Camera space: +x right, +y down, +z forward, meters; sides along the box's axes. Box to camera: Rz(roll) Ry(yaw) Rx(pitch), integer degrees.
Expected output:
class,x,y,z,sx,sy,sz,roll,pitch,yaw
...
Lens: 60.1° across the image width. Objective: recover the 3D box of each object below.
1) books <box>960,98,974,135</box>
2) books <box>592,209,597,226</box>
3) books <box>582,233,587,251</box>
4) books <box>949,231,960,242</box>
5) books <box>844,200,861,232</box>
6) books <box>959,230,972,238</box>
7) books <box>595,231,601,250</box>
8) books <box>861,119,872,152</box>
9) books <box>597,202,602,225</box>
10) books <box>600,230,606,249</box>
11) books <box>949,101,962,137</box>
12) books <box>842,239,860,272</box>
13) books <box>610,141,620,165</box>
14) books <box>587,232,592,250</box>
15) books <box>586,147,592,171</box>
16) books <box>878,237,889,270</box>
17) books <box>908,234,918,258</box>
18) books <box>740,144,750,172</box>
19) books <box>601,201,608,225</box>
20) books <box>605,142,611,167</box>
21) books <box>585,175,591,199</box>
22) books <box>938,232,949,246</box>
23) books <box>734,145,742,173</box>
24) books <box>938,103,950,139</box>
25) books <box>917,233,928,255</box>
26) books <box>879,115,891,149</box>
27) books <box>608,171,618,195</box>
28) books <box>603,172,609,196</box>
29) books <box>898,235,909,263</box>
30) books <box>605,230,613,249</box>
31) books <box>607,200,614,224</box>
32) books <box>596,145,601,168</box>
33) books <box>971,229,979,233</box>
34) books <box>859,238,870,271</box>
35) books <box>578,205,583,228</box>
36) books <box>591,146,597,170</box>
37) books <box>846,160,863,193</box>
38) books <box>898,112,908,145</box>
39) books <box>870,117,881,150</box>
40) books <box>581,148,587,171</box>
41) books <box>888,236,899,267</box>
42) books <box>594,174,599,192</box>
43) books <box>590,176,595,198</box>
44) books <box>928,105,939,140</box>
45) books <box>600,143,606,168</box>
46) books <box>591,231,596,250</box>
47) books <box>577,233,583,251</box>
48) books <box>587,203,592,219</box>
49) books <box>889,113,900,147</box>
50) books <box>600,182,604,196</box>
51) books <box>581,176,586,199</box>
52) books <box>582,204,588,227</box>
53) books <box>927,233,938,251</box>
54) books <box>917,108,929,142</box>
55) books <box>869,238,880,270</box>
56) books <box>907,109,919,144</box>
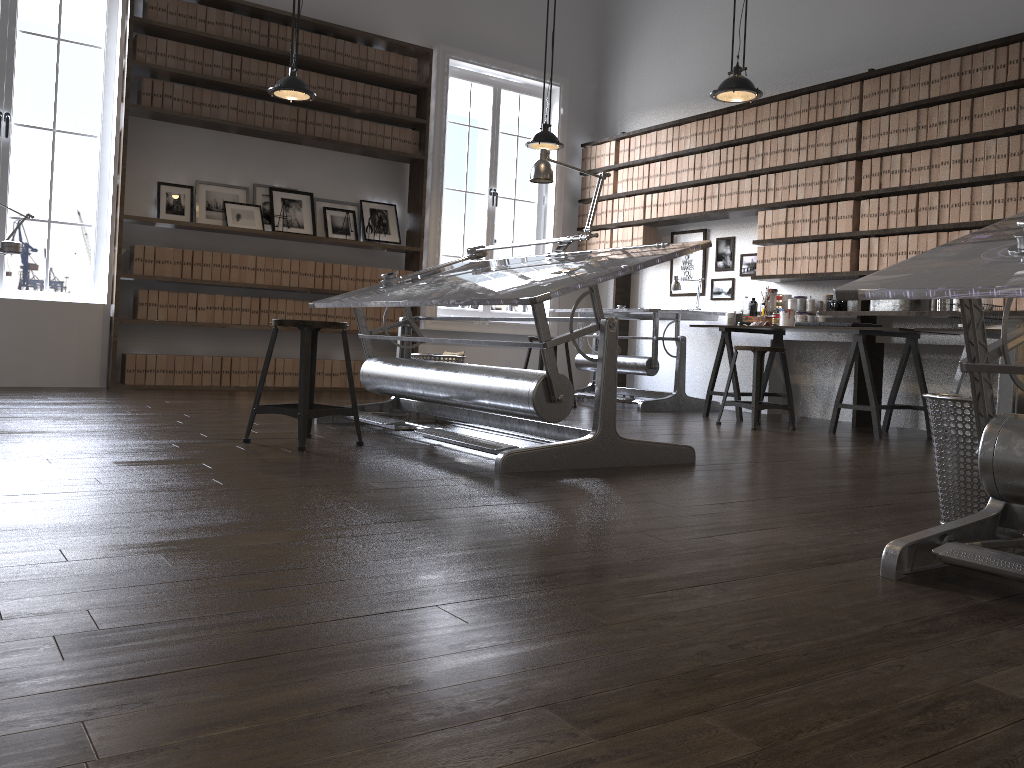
class,x,y,z,sx,sy,sz,roll,pitch,yaw
books,2.885,-1.652,5.540,0.174,0.226,0.067,2,0,-34
books,0.855,-1.621,8.512,0.174,0.226,0.067,2,0,-34
books,0.769,-1.352,8.617,0.174,0.226,0.067,2,0,-34
books,2.825,-0.840,5.575,0.174,0.226,0.067,2,0,-34
books,2.411,-1.160,6.195,0.174,0.226,0.067,2,0,-34
books,2.861,-0.835,5.514,0.174,0.226,0.067,2,0,-34
books,0.881,-1.339,8.448,0.174,0.226,0.067,2,0,-34
books,2.499,-1.698,6.120,0.174,0.226,0.067,2,0,-34
books,0.899,-1.616,8.456,0.174,0.226,0.067,2,0,-34
books,0.922,-1.334,8.388,0.174,0.226,0.067,2,0,-34
books,2.848,-1.657,5.605,0.174,0.226,0.067,2,0,-34
books,2.396,-0.890,6.198,0.174,0.226,0.067,2,0,-34
books,1.010,-2.156,8.328,0.174,0.225,0.067,2,0,-34
books,0.815,-1.347,8.558,0.174,0.225,0.067,2,0,-34
books,0.809,-2.180,8.619,0.174,0.226,0.067,2,0,-34
books,2.556,-0.871,5.973,0.174,0.226,0.067,2,0,-34
books,2.672,-0.857,5.795,0.174,0.225,0.067,2,0,-34
books,1.894,-1.768,7.000,0.174,0.226,0.067,2,0,-34
books,0.936,-1.611,8.391,0.174,0.226,0.067,2,0,-34
books,0.968,-2.161,8.386,0.174,0.226,0.067,2,0,-34
books,0.800,-1.902,8.612,0.174,0.226,0.067,2,0,-34
books,2.785,-0.844,5.634,0.174,0.226,0.067,2,0,-34
books,1.857,-1.773,7.065,0.174,0.225,0.067,2,0,-34
books,2.804,-1.662,5.661,0.174,0.226,0.067,2,0,-34
books,2.709,-0.853,5.744,0.174,0.225,0.067,2,0,-34
books,2.573,-1.689,6.001,0.174,0.226,0.067,2,0,-34
books,0.996,-1.880,8.333,0.174,0.226,0.067,2,0,-34
books,0.956,-1.884,8.392,0.174,0.226,0.067,2,0,-34
books,2.630,-0.862,5.854,0.174,0.226,0.067,2,0,-34
books,0.966,-1.329,8.330,0.174,0.226,0.067,2,0,-34
books,0.983,-1.606,8.333,0.174,0.225,0.067,2,0,-34
books,0.894,-2.170,8.506,0.174,0.226,0.067,2,0,-34
books,2.905,-0.830,5.458,0.174,0.226,0.067,2,0,-34
books,2.470,-0.881,6.087,0.174,0.226,0.067,2,0,-34
books,0.736,-1.635,8.684,0.174,0.226,0.067,2,0,-34
books,0.852,-2.175,8.561,0.174,0.226,0.067,2,0,-34
books,2.428,-1.437,6.203,0.174,0.226,0.067,2,0,-34
books,2.651,-1.680,5.891,0.174,0.225,0.067,2,0,-34
books,2.536,-1.693,6.061,0.174,0.226,0.067,2,0,-34
books,0.768,-2.184,8.679,0.174,0.226,0.067,2,0,-34
books,2.594,-0.867,5.915,0.174,0.226,0.067,2,0,-34
books,0.879,-1.893,8.502,0.174,0.225,0.067,2,0,-34
books,0.843,-1.897,8.553,0.174,0.225,0.067,2,0,-34
books,2.768,-1.666,5.722,0.174,0.226,0.067,2,0,-34
books,0.932,-2.166,8.447,0.174,0.226,0.067,2,0,-34
books,0.850,-1.343,8.503,0.174,0.225,0.067,2,0,-34
books,0.731,-1.357,8.682,0.174,0.226,0.067,2,0,-34
books,0.819,-1.625,8.573,0.174,0.226,0.067,2,0,-34
books,2.615,-1.684,5.942,0.174,0.225,0.067,2,0,-34
books,0.913,-1.889,8.445,0.174,0.226,0.067,2,0,-34
books,0.764,-1.907,8.673,0.174,0.226,0.067,2,0,-34
books,0.779,-1.630,8.632,0.174,0.226,0.067,2,0,-34
books,2.742,-0.849,5.686,0.174,0.226,0.067,2,0,-34
books,2.728,-1.671,5.781,0.174,0.226,0.067,2,0,-34
books,2.514,-0.876,6.029,0.174,0.226,0.067,2,0,-34
books,2.685,-1.675,5.833,0.174,0.226,0.067,2,0,-34
